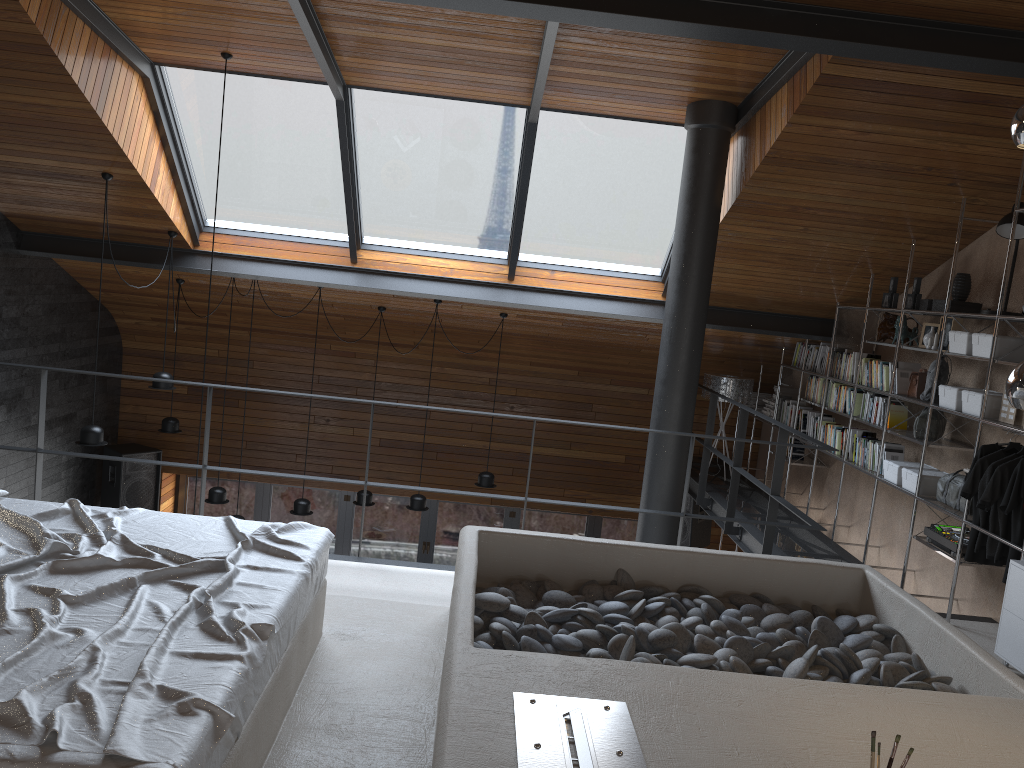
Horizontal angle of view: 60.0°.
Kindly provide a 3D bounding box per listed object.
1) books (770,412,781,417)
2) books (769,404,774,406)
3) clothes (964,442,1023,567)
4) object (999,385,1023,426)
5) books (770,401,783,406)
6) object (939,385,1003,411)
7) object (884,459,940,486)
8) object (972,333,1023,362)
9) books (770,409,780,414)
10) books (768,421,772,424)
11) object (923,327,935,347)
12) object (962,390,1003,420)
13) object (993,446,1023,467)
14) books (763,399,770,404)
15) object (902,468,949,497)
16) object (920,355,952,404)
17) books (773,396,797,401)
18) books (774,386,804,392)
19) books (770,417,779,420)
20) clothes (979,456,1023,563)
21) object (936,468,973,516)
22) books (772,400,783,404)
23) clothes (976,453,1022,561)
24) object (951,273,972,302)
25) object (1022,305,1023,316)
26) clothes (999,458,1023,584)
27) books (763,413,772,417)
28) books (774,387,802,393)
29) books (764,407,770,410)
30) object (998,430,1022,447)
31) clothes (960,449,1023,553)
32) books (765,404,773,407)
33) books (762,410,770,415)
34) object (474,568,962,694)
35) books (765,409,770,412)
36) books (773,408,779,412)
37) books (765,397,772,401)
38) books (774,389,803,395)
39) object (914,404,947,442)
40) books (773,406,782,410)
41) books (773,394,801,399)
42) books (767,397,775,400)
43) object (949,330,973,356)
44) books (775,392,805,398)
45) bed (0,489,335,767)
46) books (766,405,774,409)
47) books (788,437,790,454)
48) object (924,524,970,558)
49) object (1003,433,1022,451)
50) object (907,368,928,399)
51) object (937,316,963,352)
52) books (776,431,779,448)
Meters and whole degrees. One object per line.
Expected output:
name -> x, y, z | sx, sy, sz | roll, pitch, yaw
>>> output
books -> 2.620, 0.301, 8.477 | 0.258, 0.016, 0.181 | 6, 6, -1
books -> 2.649, 0.211, 8.771 | 0.208, 0.013, 0.161 | 7, 6, 3
clothes -> 2.705, 0.668, 4.916 | 0.424, 0.689, 0.090 | 6, 6, -4
object -> 2.782, 0.122, 4.817 | 0.142, 0.205, 0.196 | 6, 6, -4
books -> 2.624, 0.200, 8.466 | 0.288, 0.025, 0.175 | 7, 6, 4
object -> 2.758, 0.095, 5.345 | 0.295, 0.136, 0.228 | 6, 6, -2
object -> 2.680, 0.606, 5.966 | 0.295, 0.136, 0.228 | 6, 6, -2
object -> 2.806, -0.206, 5.045 | 0.295, 0.136, 0.228 | 6, 6, -2
books -> 2.614, 0.280, 8.474 | 0.258, 0.028, 0.180 | 7, 6, 4
books -> 2.601, 0.379, 8.498 | 0.252, 0.016, 0.182 | 7, 6, 4
object -> 2.744, -0.302, 5.802 | 0.091, 0.146, 0.091 | 10, 7, 31
object -> 2.765, 0.125, 5.081 | 0.295, 0.136, 0.228 | 6, 6, -2
object -> 2.743, 0.369, 4.719 | 0.387, 0.197, 0.009 | 6, 6, -6
books -> 2.634, 0.181, 8.758 | 0.268, 0.025, 0.176 | 6, 6, -2
object -> 2.687, 0.636, 5.700 | 0.295, 0.136, 0.228 | 6, 6, -2
object -> 2.732, -0.027, 5.712 | 0.157, 0.339, 0.229 | 9, 7, 24
books -> 2.620, 0.139, 8.473 | 0.208, 0.017, 0.167 | 6, 6, -2
books -> 2.649, 0.044, 8.477 | 0.228, 0.016, 0.182 | 6, 6, -2
books -> 2.610, 0.347, 8.483 | 0.239, 0.021, 0.174 | 7, 6, 4
clothes -> 2.697, 0.670, 4.686 | 0.488, 0.586, 0.074 | 5, 6, -9
object -> 2.702, 0.629, 5.290 | 0.166, 0.247, 0.376 | 6, 6, -5
books -> 2.624, 0.180, 8.473 | 0.254, 0.012, 0.158 | 7, 6, 9
clothes -> 2.726, 0.665, 4.752 | 0.488, 0.586, 0.074 | 5, 6, -9
object -> 2.839, -0.610, 5.603 | 0.115, 0.177, 0.115 | 9, 7, 22
object -> 2.850, -0.389, 4.511 | 0.286, 0.141, 0.658 | 5, 6, -9
clothes -> 2.715, 0.710, 4.550 | 0.424, 0.689, 0.090 | 6, 6, -4
books -> 2.622, 0.316, 8.774 | 0.221, 0.021, 0.174 | 6, 6, -2
books -> 2.642, 0.060, 8.468 | 0.228, 0.016, 0.182 | 6, 6, -2
books -> 2.632, 0.255, 8.750 | 0.234, 0.016, 0.182 | 5, 6, -12
object -> 2.746, 0.309, 4.884 | 0.283, 0.118, 0.016 | 6, 6, -2
clothes -> 2.692, 0.648, 4.872 | 0.488, 0.586, 0.074 | 5, 6, -9
books -> 2.637, 0.222, 8.769 | 0.206, 0.012, 0.161 | 5, 6, -12
books -> 2.621, 0.291, 8.770 | 0.240, 0.028, 0.180 | 5, 6, -12
object -> 0.689, 0.987, 3.244 | 1.842, 0.246, 1.436 | 6, 6, -2
books -> 2.631, 0.271, 8.753 | 0.234, 0.016, 0.182 | 7, 6, 3
books -> 2.625, 0.260, 8.478 | 0.222, 0.012, 0.160 | 5, 6, -8
books -> 2.633, 0.160, 8.765 | 0.231, 0.012, 0.159 | 7, 6, 3
books -> 2.638, 0.079, 8.470 | 0.216, 0.021, 0.174 | 6, 6, -2
object -> 2.744, 0.241, 5.809 | 0.166, 0.240, 0.390 | 10, 7, 30
books -> 2.633, 0.235, 8.467 | 0.225, 0.017, 0.167 | 6, 6, -2
books -> 2.630, 0.125, 8.458 | 0.228, 0.016, 0.182 | 6, 6, -2
books -> 2.649, 0.150, 8.761 | 0.206, 0.012, 0.161 | 6, 6, -2
object -> 2.799, -0.235, 5.303 | 0.295, 0.136, 0.228 | 6, 6, -2
books -> 2.656, 0.106, 8.457 | 0.234, 0.028, 0.180 | 6, 6, -2
bed -> -1.663, 0.743, 2.593 | 2.011, 0.484, 1.826 | 6, 6, -2
books -> 2.643, 0.238, 8.763 | 0.213, 0.017, 0.167 | 5, 6, -7
books -> 2.577, 0.582, 8.045 | 0.131, 0.205, 0.051 | 6, 6, -2
object -> 2.706, 0.945, 5.303 | 0.320, 0.114, 0.405 | 6, 6, -2
object -> 2.739, 0.355, 4.841 | 0.387, 0.197, 0.009 | 6, 6, -6
object -> 2.739, -0.005, 5.947 | 0.227, 0.202, 0.082 | 1, 8, -40
object -> 2.763, -0.313, 5.603 | 0.062, 0.219, 0.157 | 6, 6, -2
books -> 2.566, 0.546, 8.374 | 0.127, 0.201, 0.011 | 6, 6, -2
